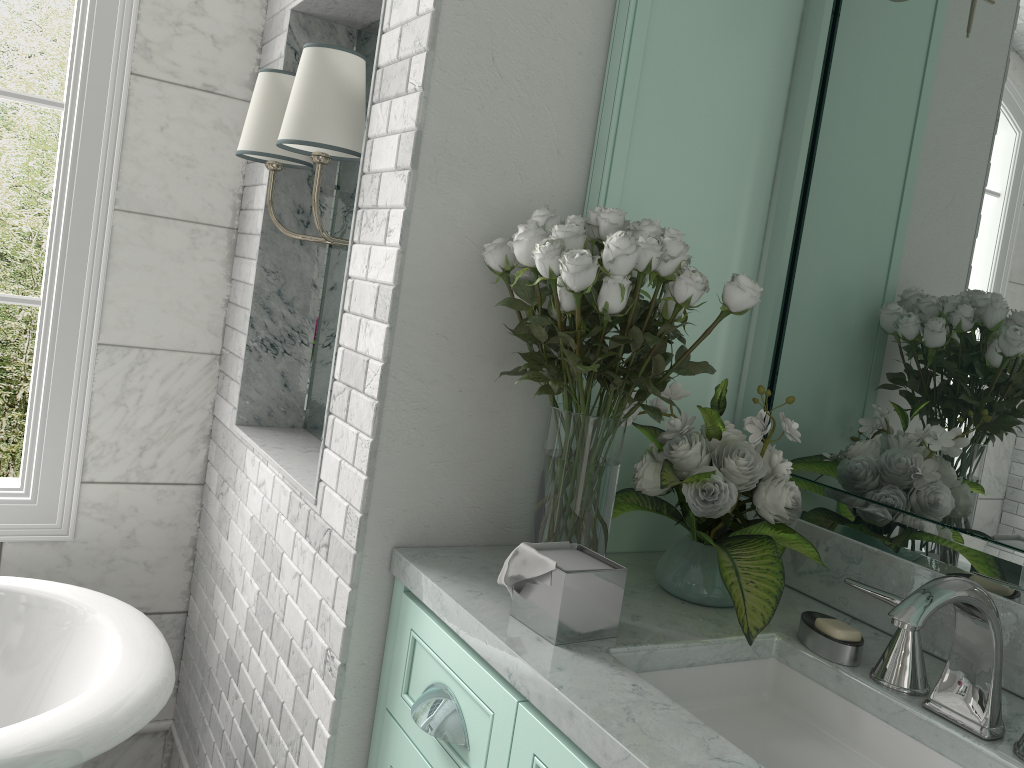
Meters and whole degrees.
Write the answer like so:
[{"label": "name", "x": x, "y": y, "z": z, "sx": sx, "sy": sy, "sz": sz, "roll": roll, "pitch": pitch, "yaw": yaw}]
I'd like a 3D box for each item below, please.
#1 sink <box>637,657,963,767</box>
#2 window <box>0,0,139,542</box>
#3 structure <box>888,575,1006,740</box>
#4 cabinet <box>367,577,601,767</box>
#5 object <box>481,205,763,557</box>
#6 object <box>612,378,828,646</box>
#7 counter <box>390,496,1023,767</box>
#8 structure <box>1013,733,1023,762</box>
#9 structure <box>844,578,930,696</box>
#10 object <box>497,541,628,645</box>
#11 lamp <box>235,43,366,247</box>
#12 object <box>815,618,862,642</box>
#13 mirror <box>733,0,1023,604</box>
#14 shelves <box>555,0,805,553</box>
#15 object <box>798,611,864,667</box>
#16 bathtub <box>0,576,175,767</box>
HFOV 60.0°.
[{"label": "sink", "x": 0.421, "y": 0.512, "z": 1.098, "sx": 0.346, "sy": 0.079, "sz": 0.605, "roll": 5, "pitch": 7, "yaw": -31}, {"label": "window", "x": -1.844, "y": -0.791, "z": 1.949, "sx": 1.827, "sy": 2.317, "sz": 0.119, "roll": 6, "pitch": 5, "yaw": -31}, {"label": "structure", "x": 0.577, "y": 0.353, "z": 1.153, "sx": 0.234, "sy": 0.204, "sz": 0.104, "roll": 4, "pitch": 6, "yaw": -41}, {"label": "cabinet", "x": 0.728, "y": 1.136, "z": 0.609, "sx": 0.861, "sy": 1.095, "sz": 2.812, "roll": 6, "pitch": 6, "yaw": -31}, {"label": "object", "x": 0.132, "y": 0.032, "z": 1.485, "sx": 0.391, "sy": 0.652, "sz": 0.357, "roll": 7, "pitch": 4, "yaw": -19}, {"label": "object", "x": 0.369, "y": 0.185, "z": 1.568, "sx": 0.393, "sy": 0.401, "sz": 0.454, "roll": 6, "pitch": 6, "yaw": -29}, {"label": "counter", "x": 0.840, "y": 0.512, "z": 0.580, "sx": 0.822, "sy": 0.181, "sz": 2.821, "roll": 5, "pitch": 7, "yaw": -31}, {"label": "structure", "x": 0.714, "y": 0.424, "z": 1.088, "sx": 0.158, "sy": 0.121, "sz": 0.082, "roll": 13, "pitch": 6, "yaw": 43}, {"label": "structure", "x": 0.553, "y": 0.374, "z": 1.327, "sx": 0.158, "sy": 0.121, "sz": 0.082, "roll": 13, "pitch": 6, "yaw": 43}, {"label": "object", "x": 0.067, "y": 0.304, "z": 1.327, "sx": 0.146, "sy": 0.112, "sz": 0.137, "roll": 5, "pitch": 6, "yaw": -35}, {"label": "lamp", "x": -0.427, "y": -0.516, "z": 2.014, "sx": 0.308, "sy": 0.382, "sz": 0.550, "roll": 6, "pitch": 6, "yaw": -31}, {"label": "object", "x": 0.509, "y": 0.384, "z": 1.385, "sx": 0.051, "sy": 0.022, "sz": 0.077, "roll": 8, "pitch": 6, "yaw": -10}, {"label": "mirror", "x": 0.952, "y": -0.608, "z": 1.208, "sx": 0.015, "sy": 1.928, "sz": 1.443, "roll": 7, "pitch": 5, "yaw": -31}, {"label": "shelves", "x": 1.090, "y": -0.477, "z": 0.567, "sx": 0.464, "sy": 2.117, "sz": 2.823, "roll": 6, "pitch": 6, "yaw": -31}, {"label": "object", "x": 0.504, "y": 0.402, "z": 1.405, "sx": 0.079, "sy": 0.035, "sz": 0.134, "roll": 7, "pitch": 6, "yaw": -13}, {"label": "bathtub", "x": -1.735, "y": 0.845, "z": 1.446, "sx": 2.161, "sy": 0.756, "sz": 0.946, "roll": 5, "pitch": 6, "yaw": -31}]
